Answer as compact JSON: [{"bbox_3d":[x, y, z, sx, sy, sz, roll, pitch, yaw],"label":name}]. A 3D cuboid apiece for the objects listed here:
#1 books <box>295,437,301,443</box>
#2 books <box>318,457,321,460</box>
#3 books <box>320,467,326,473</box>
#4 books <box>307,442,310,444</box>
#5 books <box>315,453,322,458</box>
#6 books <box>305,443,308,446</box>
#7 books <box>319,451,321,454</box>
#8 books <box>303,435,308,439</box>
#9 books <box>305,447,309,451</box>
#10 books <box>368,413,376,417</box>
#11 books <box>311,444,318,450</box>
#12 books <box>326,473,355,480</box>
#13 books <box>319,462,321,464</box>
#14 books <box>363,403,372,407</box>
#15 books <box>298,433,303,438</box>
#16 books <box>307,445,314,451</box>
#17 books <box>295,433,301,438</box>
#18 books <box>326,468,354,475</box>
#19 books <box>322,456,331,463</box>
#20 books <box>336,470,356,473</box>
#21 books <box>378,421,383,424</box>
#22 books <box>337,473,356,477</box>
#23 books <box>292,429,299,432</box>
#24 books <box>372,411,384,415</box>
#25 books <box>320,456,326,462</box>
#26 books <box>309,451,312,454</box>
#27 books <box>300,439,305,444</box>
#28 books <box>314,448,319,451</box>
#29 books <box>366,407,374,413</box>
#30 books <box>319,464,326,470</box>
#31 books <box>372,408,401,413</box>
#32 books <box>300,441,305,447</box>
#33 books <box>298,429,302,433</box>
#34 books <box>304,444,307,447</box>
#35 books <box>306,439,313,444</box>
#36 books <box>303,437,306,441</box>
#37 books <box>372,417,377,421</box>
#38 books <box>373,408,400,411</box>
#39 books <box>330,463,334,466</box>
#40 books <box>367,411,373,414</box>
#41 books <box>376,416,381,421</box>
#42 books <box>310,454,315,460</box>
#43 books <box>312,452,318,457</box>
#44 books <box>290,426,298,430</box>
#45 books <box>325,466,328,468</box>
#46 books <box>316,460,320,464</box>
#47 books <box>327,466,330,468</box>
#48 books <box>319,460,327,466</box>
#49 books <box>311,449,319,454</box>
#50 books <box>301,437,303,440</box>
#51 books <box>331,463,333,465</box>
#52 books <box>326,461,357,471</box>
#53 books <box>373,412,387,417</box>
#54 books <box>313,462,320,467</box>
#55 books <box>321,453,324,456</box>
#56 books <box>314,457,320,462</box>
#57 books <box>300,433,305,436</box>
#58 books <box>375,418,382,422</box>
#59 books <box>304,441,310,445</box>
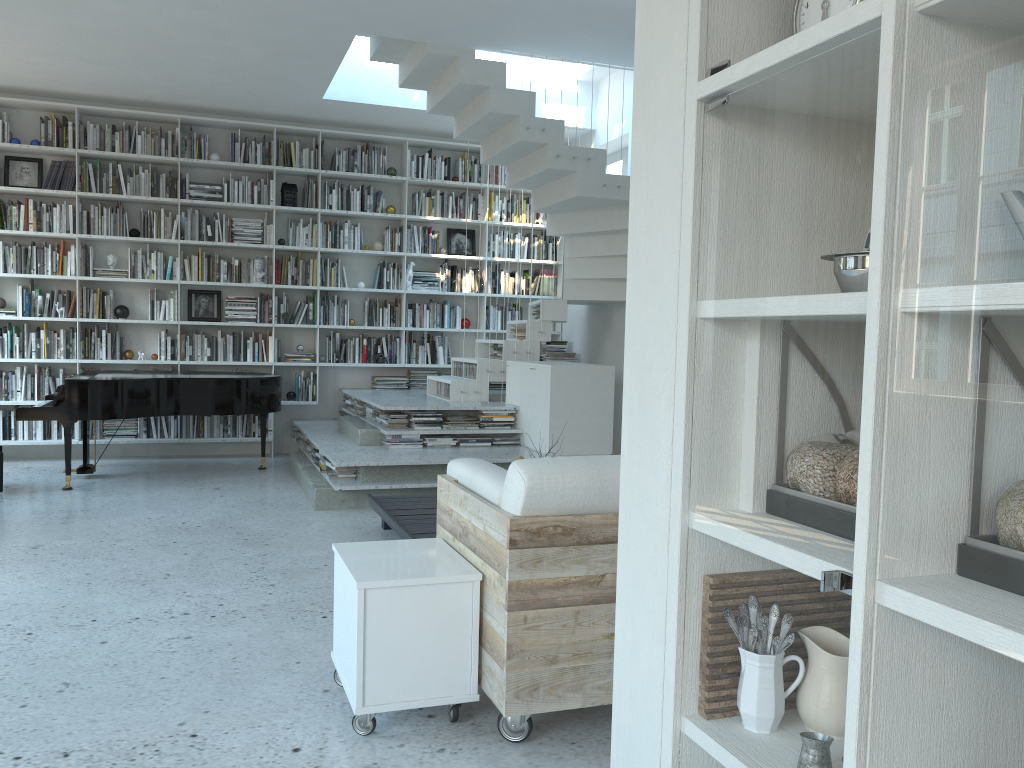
[{"bbox_3d":[-1.934,0.522,8.353,0.189,0.030,0.237,0,3,-19],"label":"books"},{"bbox_3d":[-1.420,0.566,6.897,0.171,0.007,0.260,1,3,-16],"label":"books"},{"bbox_3d":[-1.333,0.637,6.613,0.191,0.016,0.208,1,3,-14],"label":"books"},{"bbox_3d":[-1.624,0.496,7.473,0.165,0.014,0.235,0,3,-24],"label":"books"},{"bbox_3d":[-1.422,0.554,6.895,0.180,0.017,0.182,0,3,-22],"label":"books"},{"bbox_3d":[-1.718,0.533,7.772,0.165,0.012,0.204,0,3,-19],"label":"books"},{"bbox_3d":[-1.407,0.532,6.899,0.141,0.028,0.222,0,3,-24],"label":"books"},{"bbox_3d":[-1.725,0.463,7.764,0.171,0.015,0.252,0,3,-22],"label":"books"},{"bbox_3d":[-1.720,0.566,7.774,0.157,0.014,0.180,0,3,-22],"label":"books"},{"bbox_3d":[-1.131,0.262,7.592,0.167,0.024,0.192,0,3,-18],"label":"books"},{"bbox_3d":[-1.520,0.505,7.182,0.170,0.014,0.280,0,3,-22],"label":"books"},{"bbox_3d":[-1.224,0.654,6.329,0.184,0.017,0.230,0,3,-17],"label":"books"},{"bbox_3d":[-1.421,0.596,6.899,0.180,0.008,0.267,0,3,-20],"label":"books"},{"bbox_3d":[-1.148,0.183,7.580,0.192,0.014,0.256,0,3,-23],"label":"books"},{"bbox_3d":[-1.832,0.467,8.058,0.180,0.015,0.294,0,3,-21],"label":"books"},{"bbox_3d":[-1.625,0.540,7.476,0.182,0.013,0.287,0,3,-18],"label":"books"},{"bbox_3d":[-1.941,0.482,8.348,0.191,0.028,0.212,1,3,-15],"label":"books"},{"bbox_3d":[-1.229,0.623,6.325,0.187,0.017,0.205,1,3,-14],"label":"books"},{"bbox_3d":[-1.229,0.536,6.319,0.192,0.014,0.256,0,3,-23],"label":"books"},{"bbox_3d":[-1.199,0.605,6.335,0.137,0.019,0.224,0,3,-18],"label":"books"},{"bbox_3d":[-1.027,0.311,7.308,0.142,0.020,0.230,1,3,-14],"label":"books"},{"bbox_3d":[-1.195,0.639,6.338,0.132,0.014,0.205,0,3,-19],"label":"books"},{"bbox_3d":[-2.031,0.454,8.625,0.188,0.009,0.211,0,3,-20],"label":"books"},{"bbox_3d":[-1.037,0.235,7.298,0.187,0.009,0.250,0,3,-19],"label":"books"},{"bbox_3d":[-1.323,0.563,6.611,0.168,0.013,0.281,0,3,-24],"label":"books"},{"bbox_3d":[-1.624,0.579,7.479,0.161,0.008,0.254,1,3,-14],"label":"books"},{"bbox_3d":[-1.827,0.521,8.064,0.172,0.014,0.220,0,3,-18],"label":"books"},{"bbox_3d":[-1.509,0.529,7.187,0.142,0.017,0.239,0,3,-23],"label":"books"},{"bbox_3d":[-1.136,0.221,7.587,0.174,0.029,0.250,0,3,-21],"label":"books"},{"bbox_3d":[-1.329,0.617,6.613,0.191,0.006,0.275,0,3,-17],"label":"books"},{"bbox_3d":[-1.034,0.219,7.298,0.168,0.013,0.281,0,3,-22],"label":"books"},{"bbox_3d":[-1.834,0.541,8.063,0.177,0.026,0.230,1,3,-16],"label":"books"},{"bbox_3d":[-1.923,0.445,8.351,0.160,0.009,0.291,0,3,-17],"label":"books"},{"bbox_3d":[-1.723,0.545,7.771,0.159,0.012,0.292,0,3,-22],"label":"books"},{"bbox_3d":[-1.626,0.483,7.472,0.179,0.012,0.249,0,3,-22],"label":"books"},{"bbox_3d":[-1.733,0.478,7.763,0.182,0.016,0.198,1,3,-14],"label":"books"},{"bbox_3d":[-1.124,0.295,7.596,0.132,0.016,0.262,1,3,-14],"label":"books"},{"bbox_3d":[-1.033,0.209,7.298,0.171,0.007,0.260,0,3,-21],"label":"books"},{"bbox_3d":[-1.217,0.561,6.325,0.165,0.015,0.243,1,3,-15],"label":"books"},{"bbox_3d":[-1.142,0.243,7.586,0.178,0.015,0.187,1,3,-14],"label":"books"},{"bbox_3d":[-1.025,0.280,7.306,0.155,0.028,0.189,0,3,-18],"label":"books"},{"bbox_3d":[-1.532,0.586,7.184,0.189,0.009,0.290,1,3,-16],"label":"books"},{"bbox_3d":[-1.522,0.568,7.186,0.177,0.011,0.220,0,3,-17],"label":"books"},{"bbox_3d":[-2.039,0.430,8.621,0.191,0.013,0.243,0,3,-23],"label":"books"},{"bbox_3d":[-1.314,0.611,6.618,0.170,0.006,0.268,0,3,-19],"label":"books"},{"bbox_3d":[-1.417,0.612,6.901,0.171,0.005,0.297,0,3,-20],"label":"books"},{"bbox_3d":[-1.306,0.602,6.620,0.154,0.014,0.196,0,3,-19],"label":"books"},{"bbox_3d":[-1.325,0.587,6.612,0.191,0.015,0.246,0,3,-18],"label":"books"},{"bbox_3d":[-1.520,0.550,7.185,0.160,0.025,0.243,0,3,-24],"label":"books"},{"bbox_3d":[-1.830,0.485,8.060,0.171,0.020,0.193,1,3,-15],"label":"books"},{"bbox_3d":[-1.223,0.548,6.322,0.176,0.010,0.266,0,3,-23],"label":"books"},{"bbox_3d":[-1.217,0.582,6.326,0.156,0.027,0.287,0,3,-24],"label":"books"},{"bbox_3d":[-1.033,0.253,7.301,0.177,0.026,0.230,0,3,-19],"label":"books"},{"bbox_3d":[-1.432,0.625,6.897,0.193,0.005,0.224,0,3,-23],"label":"books"},{"bbox_3d":[-1.324,0.516,6.607,0.182,0.016,0.256,1,3,-16],"label":"books"},{"bbox_3d":[-1.426,0.586,6.896,0.189,0.013,0.215,0,3,-21],"label":"books"},{"bbox_3d":[-1.736,0.441,7.759,0.193,0.005,0.224,0,3,-23],"label":"books"},{"bbox_3d":[-1.030,0.298,7.305,0.154,0.007,0.292,1,3,-16],"label":"books"},{"bbox_3d":[-1.723,0.513,7.769,0.159,0.011,0.246,0,3,-23],"label":"books"}]
